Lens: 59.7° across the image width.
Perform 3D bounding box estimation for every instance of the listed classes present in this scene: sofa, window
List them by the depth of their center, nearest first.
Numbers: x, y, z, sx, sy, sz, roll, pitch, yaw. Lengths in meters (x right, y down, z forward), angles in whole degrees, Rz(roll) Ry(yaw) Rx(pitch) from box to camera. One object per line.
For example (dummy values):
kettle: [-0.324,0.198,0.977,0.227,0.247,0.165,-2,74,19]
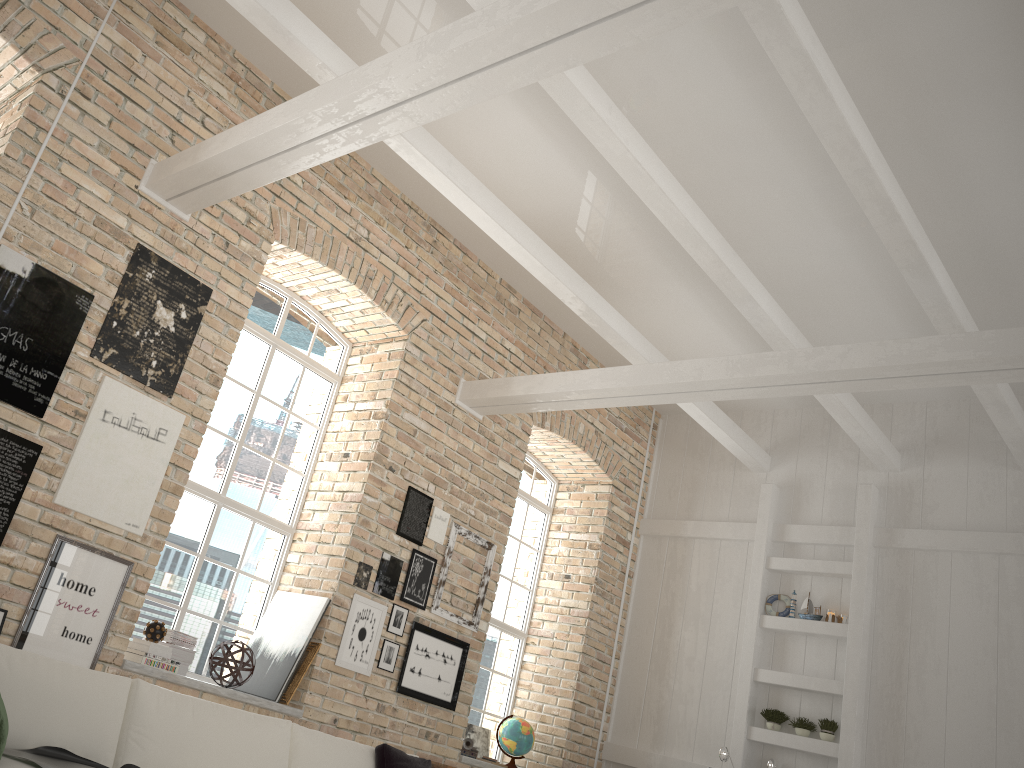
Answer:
window: [2.438,0.203,2.643,12.216,2.958,1.350,-5,-28,41]
sofa: [-0.763,1.790,3.406,2.320,0.832,3.095,-5,-30,41]
window: [4.279,1.571,4.598,12.216,2.958,1.350,-5,-28,41]

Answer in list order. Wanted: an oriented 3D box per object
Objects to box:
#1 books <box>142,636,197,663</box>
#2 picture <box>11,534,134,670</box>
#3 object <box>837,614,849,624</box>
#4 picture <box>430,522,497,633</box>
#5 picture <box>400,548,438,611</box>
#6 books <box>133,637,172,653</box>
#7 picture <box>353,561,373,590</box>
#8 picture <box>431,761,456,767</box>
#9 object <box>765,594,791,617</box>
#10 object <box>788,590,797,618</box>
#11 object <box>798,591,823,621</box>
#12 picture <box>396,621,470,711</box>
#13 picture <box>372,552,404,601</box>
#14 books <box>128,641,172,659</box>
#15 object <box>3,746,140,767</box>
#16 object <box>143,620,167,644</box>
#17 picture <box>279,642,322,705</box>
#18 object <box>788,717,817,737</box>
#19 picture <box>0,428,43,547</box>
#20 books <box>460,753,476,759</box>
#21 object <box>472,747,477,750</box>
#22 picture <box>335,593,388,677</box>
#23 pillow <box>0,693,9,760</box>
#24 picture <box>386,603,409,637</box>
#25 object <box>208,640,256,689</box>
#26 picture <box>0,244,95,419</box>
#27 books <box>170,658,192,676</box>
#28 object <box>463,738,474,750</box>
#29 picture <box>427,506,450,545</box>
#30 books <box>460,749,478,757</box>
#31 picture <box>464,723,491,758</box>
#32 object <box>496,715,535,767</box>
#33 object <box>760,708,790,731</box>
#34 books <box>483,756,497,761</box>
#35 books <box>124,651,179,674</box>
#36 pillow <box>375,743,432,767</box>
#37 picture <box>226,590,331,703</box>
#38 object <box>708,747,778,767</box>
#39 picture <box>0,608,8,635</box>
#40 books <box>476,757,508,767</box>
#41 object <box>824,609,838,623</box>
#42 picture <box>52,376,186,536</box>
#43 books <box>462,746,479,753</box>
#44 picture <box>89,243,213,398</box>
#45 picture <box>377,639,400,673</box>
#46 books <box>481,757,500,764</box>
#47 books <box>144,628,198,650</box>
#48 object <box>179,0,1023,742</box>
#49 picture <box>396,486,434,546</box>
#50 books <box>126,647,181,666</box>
books: [-2.261,1.746,5.855,0.338,0.087,0.225,-2,-28,37]
picture: [-2.452,1.280,4.961,0.013,0.748,0.489,-6,-29,41]
object: [2.839,2.021,7.613,0.107,0.087,0.107,16,-22,-4]
picture: [-0.389,1.584,7.298,0.027,0.741,0.570,-6,-29,41]
picture: [-0.720,1.519,6.924,0.011,0.405,0.275,-6,-29,41]
books: [-2.206,1.597,5.463,0.187,0.029,0.175,1,-26,31]
picture: [-1.090,1.403,6.523,0.126,0.177,0.009,31,-27,-36]
picture: [-0.579,3.264,6.712,0.237,0.740,0.477,-6,-29,41]
object: [2.410,2.005,8.050,0.249,0.226,0.067,-1,-25,34]
object: [2.507,1.967,7.948,0.067,0.265,0.068,14,-21,-1]
object: [2.622,1.945,7.810,0.060,0.258,0.248,26,-24,-30]
picture: [-0.611,2.209,6.965,0.034,0.530,0.674,-6,-30,41]
picture: [-0.930,1.445,6.701,0.015,0.303,0.217,-6,-29,41]
books: [-2.218,1.625,5.447,0.206,0.040,0.193,3,-26,29]
object: [-1.467,1.636,3.184,0.828,0.459,0.845,-4,-29,39]
object: [-2.217,1.538,5.540,0.138,0.136,0.149,21,-23,-17]
picture: [-1.545,1.984,6.171,0.387,0.456,0.163,-5,-28,40]
object: [2.435,2.868,7.451,0.238,0.156,0.219,-1,-27,34]
picture: [-2.822,0.543,4.658,0.069,0.674,0.482,-6,-29,41]
books: [-0.445,3.101,7.483,0.216,0.025,0.241,-6,-31,42]
object: [-0.421,3.038,7.509,0.170,0.020,0.202,-5,-30,41]
picture: [-1.086,1.822,6.470,0.014,0.508,0.345,-6,-29,41]
pillow: [-1.773,1.029,2.935,0.294,0.340,0.436,22,-23,-20]
picture: [-0.863,1.787,6.740,0.012,0.211,0.166,-6,-29,41]
object: [-1.840,1.837,5.852,0.326,0.304,0.289,-1,-26,33]
picture: [-2.691,-0.284,4.890,0.039,0.777,0.557,-6,-29,41]
books: [-2.278,1.820,5.824,0.338,0.087,0.225,-9,-32,45]
object: [-0.412,3.038,7.550,0.094,0.089,0.486,17,-22,-6]
picture: [-0.587,1.135,7.138,0.013,0.256,0.183,-6,-29,41]
books: [-0.443,3.078,7.495,0.217,0.029,0.240,-5,-30,40]
picture: [-0.328,3.316,8.237,0.072,0.289,0.371,-6,-30,41]
object: [0.031,3.255,8.082,0.352,0.460,0.311,-10,-31,46]
object: [2.240,2.866,7.605,0.238,0.178,0.247,9,-23,14]
books: [-0.184,3.145,7.486,0.106,0.013,0.129,8,-24,19]
books: [-2.204,1.697,5.432,0.233,0.048,0.261,-3,-29,38]
pillow: [-0.564,2.156,4.733,0.259,0.386,0.402,-6,-30,41]
picture: [-1.655,1.840,6.317,0.628,0.756,0.231,-6,-28,41]
object: [1.573,3.634,7.317,2.314,1.315,0.769,-3,-27,37]
picture: [-2.847,1.325,4.396,0.157,0.562,0.543,-6,-30,41]
books: [-0.171,3.177,7.475,0.188,0.022,0.215,-5,-30,41]
object: [2.752,2.016,7.700,0.101,0.118,0.114,25,-24,-26]
picture: [-2.292,0.427,5.251,0.039,0.777,0.556,-6,-29,41]
books: [-0.433,3.060,7.511,0.217,0.025,0.244,-2,-29,37]
picture: [-2.204,-0.386,5.486,0.039,0.776,0.555,-6,-29,41]
picture: [-0.919,2.028,6.644,0.012,0.211,0.166,-6,-29,41]
books: [-0.178,3.159,7.479,0.141,0.013,0.101,5,-25,25]
books: [-2.243,1.665,5.875,0.241,0.084,0.292,6,-24,23]
object: [2.176,-0.018,2.416,12.664,4.746,9.568,-5,-30,41]
picture: [-0.753,1.031,6.954,0.020,0.390,0.279,-6,-29,41]
books: [-2.195,1.665,5.446,0.233,0.024,0.256,-3,-29,38]
